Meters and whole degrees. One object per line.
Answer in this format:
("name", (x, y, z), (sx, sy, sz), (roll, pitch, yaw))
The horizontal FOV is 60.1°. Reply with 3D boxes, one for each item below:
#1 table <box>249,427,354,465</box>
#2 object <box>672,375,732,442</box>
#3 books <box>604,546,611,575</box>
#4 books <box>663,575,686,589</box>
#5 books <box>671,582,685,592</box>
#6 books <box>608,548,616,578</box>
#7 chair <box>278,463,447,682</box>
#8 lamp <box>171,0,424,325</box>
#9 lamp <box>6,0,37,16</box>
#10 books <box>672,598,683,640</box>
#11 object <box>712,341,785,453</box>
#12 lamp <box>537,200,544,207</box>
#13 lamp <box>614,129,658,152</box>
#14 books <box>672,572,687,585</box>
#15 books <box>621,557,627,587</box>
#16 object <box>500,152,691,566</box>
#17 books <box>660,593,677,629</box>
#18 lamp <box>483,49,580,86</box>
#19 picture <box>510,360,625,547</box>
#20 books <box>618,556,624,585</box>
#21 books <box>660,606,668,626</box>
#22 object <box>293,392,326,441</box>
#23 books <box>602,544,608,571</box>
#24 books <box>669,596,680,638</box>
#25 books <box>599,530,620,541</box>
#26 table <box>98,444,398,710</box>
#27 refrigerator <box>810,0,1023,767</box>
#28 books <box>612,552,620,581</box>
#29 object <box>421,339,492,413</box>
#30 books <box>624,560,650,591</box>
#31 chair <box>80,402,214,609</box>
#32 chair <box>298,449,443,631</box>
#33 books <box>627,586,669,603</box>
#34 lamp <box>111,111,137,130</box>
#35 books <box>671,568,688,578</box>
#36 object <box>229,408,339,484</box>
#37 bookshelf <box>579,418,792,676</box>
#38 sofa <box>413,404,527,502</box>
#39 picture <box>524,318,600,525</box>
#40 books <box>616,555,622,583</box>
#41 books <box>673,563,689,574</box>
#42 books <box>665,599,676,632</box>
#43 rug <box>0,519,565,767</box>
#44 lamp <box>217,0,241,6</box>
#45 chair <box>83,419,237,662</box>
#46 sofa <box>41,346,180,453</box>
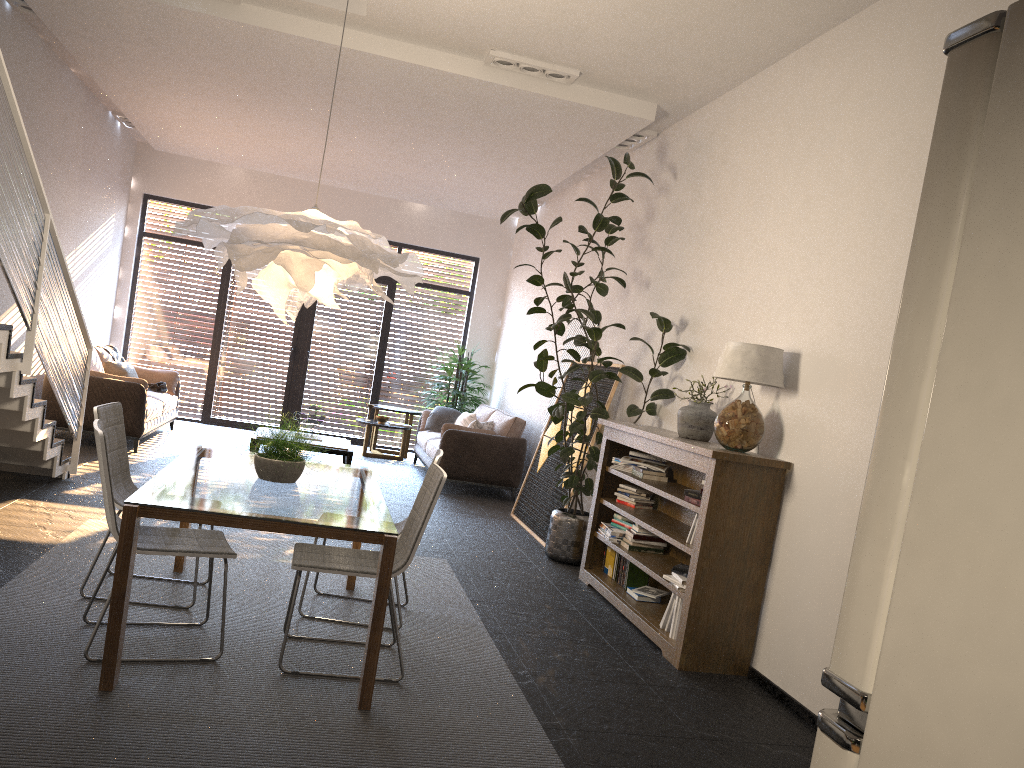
("table", (-2.305, 0.740, 9.718), (1.051, 0.308, 1.111), (9, 1, -13))
("object", (1.150, 0.137, 5.445), (0.387, 0.414, 0.273), (8, 4, -35))
("books", (0.765, 1.248, 6.330), (0.172, 0.235, 0.100), (9, 4, -13))
("books", (0.979, 1.109, 4.931), (0.175, 0.019, 0.242), (9, 1, -23))
("books", (0.976, 1.128, 4.938), (0.155, 0.020, 0.204), (9, 1, -3))
("books", (0.782, 1.251, 6.250), (0.172, 0.236, 0.107), (9, 4, -13))
("chair", (-0.670, 0.792, 3.951), (0.602, 0.923, 0.473), (9, 3, -12))
("lamp", (-0.575, -2.839, 3.962), (1.118, 5.231, 1.057), (9, 4, -2))
("lamp", (-3.636, -2.874, 6.552), (0.254, 0.066, 0.642), (9, 1, -13))
("books", (0.992, 1.303, 4.902), (0.175, 0.244, 0.019), (9, 4, -13))
("object", (1.271, 0.080, 4.832), (0.390, 0.584, 0.387), (6, 4, -44))
("lamp", (0.208, -2.317, 11.375), (0.254, 0.066, 0.642), (9, 1, -13))
("lamp", (1.018, -2.124, 7.633), (0.254, 0.066, 0.642), (9, 1, -13))
("books", (1.004, 1.090, 4.936), (0.175, 0.024, 0.242), (9, 1, -3))
("books", (0.837, 1.261, 5.999), (0.172, 0.242, 0.084), (9, 4, -13))
("object", (0.559, -0.204, 6.808), (0.910, 3.211, 1.999), (7, 4, -35))
("books", (0.962, 1.299, 5.041), (0.175, 0.236, 0.100), (9, 4, -13))
("lamp", (0.138, -2.247, 6.256), (0.646, 0.066, 0.252), (9, 1, -13))
("picture", (0.455, 0.570, 7.963), (0.387, 1.610, 1.490), (8, 3, -13))
("books", (0.823, 1.267, 6.058), (0.172, 0.225, 0.082), (9, 4, -13))
("books", (0.951, 1.316, 5.081), (0.155, 0.195, 0.104), (9, 3, -13))
("object", (-1.824, -1.540, 5.310), (0.366, 4.488, 8.881), (9, 2, -1))
("books", (0.751, 1.240, 6.396), (0.172, 0.242, 0.084), (9, 4, -13))
("books", (0.979, 1.300, 4.921), (0.175, 0.244, 0.023), (9, 4, -13))
("books", (0.741, 1.060, 6.146), (0.219, 0.008, 0.303), (9, 1, -8))
("table", (-1.167, 0.809, 4.205), (0.999, 0.716, 1.792), (9, 1, -13))
("refrigerator", (0.649, 0.662, 0.521), (0.830, 1.717, 0.765), (9, 4, -13))
("books", (0.796, 1.253, 6.163), (0.168, 0.242, 0.099), (9, 4, -13))
("object", (-0.780, 0.236, 12.126), (0.908, 1.729, 0.981), (12, 4, 43))
("books", (0.841, 1.263, 5.927), (0.168, 0.242, 0.103), (9, 4, -13))
("chair", (-1.800, 0.598, 4.453), (0.602, 0.923, 0.473), (9, 3, -10))
("chair", (-0.734, 0.770, 4.687), (0.602, 0.923, 0.473), (9, 3, -3))
("books", (0.856, 1.361, 5.748), (0.257, 0.050, 0.271), (10, 1, 32))
("lamp", (-4.446, -3.067, 10.294), (0.254, 0.066, 0.642), (9, 1, -13))
("books", (1.017, 1.068, 4.951), (0.155, 0.022, 0.204), (9, 1, -33))
("object", (-1.070, 0.293, 4.183), (0.532, 0.368, 0.664), (9, 2, -17))
("bookshelf", (0.945, 0.906, 5.540), (0.451, 1.175, 1.910), (9, 2, -13))
("sofa", (-0.538, 0.709, 10.567), (0.995, 0.922, 2.311), (9, 1, -13))
("picture", (0.459, 0.344, 8.717), (0.208, 2.026, 0.953), (8, 4, -13))
("books", (0.813, 1.256, 6.108), (0.172, 0.241, 0.055), (9, 4, -13))
("books", (1.025, 1.047, 4.944), (0.220, 0.023, 0.147), (10, 1, 28))
("books", (0.966, 1.317, 5.018), (0.155, 0.204, 0.072), (9, 4, -13))
("rug", (-1.224, 1.158, 4.247), (2.375, 0.006, 3.670), (9, 1, -13))
("lamp", (-2.100, -2.608, 5.736), (0.646, 0.066, 0.252), (9, 1, -13))
("chair", (-1.505, 0.657, 3.757), (0.603, 0.923, 0.472), (8, 4, -27))
("sofa", (-4.309, 0.101, 9.691), (0.995, 0.922, 2.311), (9, 1, -13))
